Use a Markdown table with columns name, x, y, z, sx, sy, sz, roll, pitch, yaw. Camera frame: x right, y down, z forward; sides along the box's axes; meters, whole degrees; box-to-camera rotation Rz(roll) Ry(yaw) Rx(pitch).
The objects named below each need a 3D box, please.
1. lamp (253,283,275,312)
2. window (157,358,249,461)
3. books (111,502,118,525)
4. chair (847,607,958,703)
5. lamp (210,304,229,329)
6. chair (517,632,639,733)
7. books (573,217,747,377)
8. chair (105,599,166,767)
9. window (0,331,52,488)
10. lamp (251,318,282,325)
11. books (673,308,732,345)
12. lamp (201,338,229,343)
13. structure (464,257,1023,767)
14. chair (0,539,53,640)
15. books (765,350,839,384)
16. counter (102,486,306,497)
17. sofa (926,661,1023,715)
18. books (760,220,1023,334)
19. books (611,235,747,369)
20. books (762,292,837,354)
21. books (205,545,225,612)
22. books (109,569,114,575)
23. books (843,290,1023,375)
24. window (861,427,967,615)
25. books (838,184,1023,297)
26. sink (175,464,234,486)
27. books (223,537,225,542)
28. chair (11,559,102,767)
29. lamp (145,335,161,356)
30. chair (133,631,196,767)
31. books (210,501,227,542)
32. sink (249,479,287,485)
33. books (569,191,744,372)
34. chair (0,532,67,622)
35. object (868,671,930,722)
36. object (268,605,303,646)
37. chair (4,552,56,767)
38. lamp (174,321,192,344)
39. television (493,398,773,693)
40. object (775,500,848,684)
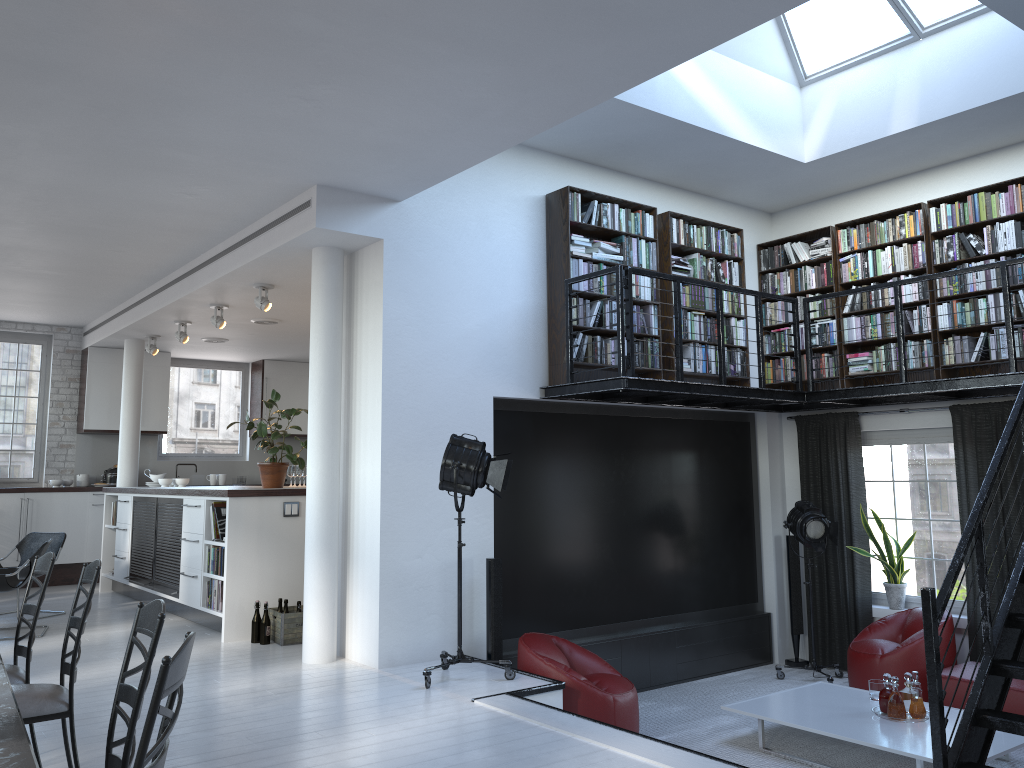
| name | x | y | z | sx | sy | sz | roll | pitch | yaw |
| --- | --- | --- | --- | --- | --- | --- | --- | --- | --- |
| lamp | -2.226 | -0.765 | 7.940 | 0.183 | 0.240 | 0.182 | 4 | -9 | -34 |
| window | -4.468 | 0.379 | 12.829 | 1.296 | 1.466 | 0.132 | 5 | -10 | -37 |
| books | -4.468 | 1.473 | 10.277 | 0.253 | 0.325 | 0.508 | 5 | -9 | -37 |
| chair | 3.185 | 2.206 | 7.268 | 0.830 | 0.715 | 0.827 | -2 | -7 | 14 |
| lamp | -2.930 | -0.664 | 8.856 | 0.183 | 0.240 | 0.182 | 4 | -9 | -34 |
| chair | 0.454 | 2.110 | 6.117 | 0.829 | 0.715 | 0.828 | -5 | -8 | 32 |
| books | 2.552 | -0.986 | 6.238 | 2.201 | 1.416 | 4.363 | 5 | -8 | -38 |
| chair | -1.182 | 1.072 | 2.278 | 0.503 | 0.970 | 0.494 | 4 | -9 | -29 |
| window | -8.854 | 0.415 | 15.163 | 8.122 | 6.103 | 9.116 | 5 | -8 | -37 |
| lamp | -2.702 | -0.686 | 9.738 | 0.328 | 0.025 | 0.327 | 3 | -7 | -32 |
| books | 2.992 | -0.957 | 6.547 | 1.168 | 1.411 | 4.369 | 5 | -8 | -37 |
| lamp | -3.701 | -0.542 | 11.039 | 0.328 | 0.025 | 0.327 | -4 | -7 | 28 |
| structure | 2.278 | 0.720 | 5.787 | 4.608 | 3.371 | 4.474 | 5 | -8 | -37 |
| chair | -4.306 | 1.731 | 7.528 | 0.664 | 0.782 | 0.668 | 2 | -8 | -22 |
| books | 3.562 | -0.920 | 7.035 | 1.283 | 1.436 | 4.420 | 5 | -8 | -36 |
| counter | -2.995 | 1.107 | 9.250 | 1.444 | 0.061 | 4.187 | 4 | -7 | -37 |
| sofa | 3.321 | 2.032 | 5.230 | 3.274 | 0.659 | 2.533 | 4 | -8 | -37 |
| books | 3.956 | -0.879 | 7.310 | 0.241 | 1.403 | 4.427 | 6 | -9 | -37 |
| books | 2.789 | -0.836 | 6.409 | 1.596 | 1.145 | 4.321 | 5 | -8 | -38 |
| books | 3.960 | -0.890 | 7.314 | 0.226 | 1.419 | 4.421 | 6 | -9 | -37 |
| books | -2.272 | 1.490 | 7.526 | 0.491 | 0.802 | 0.538 | 5 | -9 | -37 |
| books | -4.446 | 2.026 | 10.233 | 0.292 | 0.326 | 0.471 | 5 | -9 | -40 |
| books | 4.197 | -0.772 | 7.006 | 0.240 | 1.127 | 3.380 | 6 | -9 | -37 |
| window | 3.611 | 1.213 | 7.995 | 0.133 | 1.613 | 1.163 | 6 | -10 | -37 |
| books | 3.961 | -1.174 | 7.363 | 0.213 | 0.831 | 2.628 | 6 | -9 | -37 |
| sink | -3.815 | 1.234 | 10.828 | 0.647 | 0.522 | 0.544 | 5 | -9 | -37 |
| books | -2.249 | 1.286 | 7.379 | 0.271 | 0.054 | 0.203 | 5 | -8 | -41 |
| chair | -1.943 | 1.210 | 3.541 | 0.503 | 0.970 | 0.494 | 4 | -9 | -32 |
| lamp | -4.338 | -0.461 | 10.688 | 0.183 | 0.240 | 0.182 | 4 | -9 | -34 |
| chair | -0.931 | 1.019 | 1.791 | 0.503 | 0.970 | 0.494 | 1 | -8 | -14 |
| books | -2.445 | 1.172 | 7.577 | 0.186 | 0.330 | 0.322 | 5 | -9 | -37 |
| sink | -3.334 | 1.400 | 13.005 | 0.914 | 0.415 | 0.432 | 4 | -8 | -37 |
| books | 1.266 | -0.816 | 7.872 | 2.203 | 1.430 | 0.314 | 4 | -9 | -37 |
| chair | -4.712 | 1.834 | 8.482 | 0.670 | 0.782 | 0.661 | -3 | -8 | 18 |
| object | 2.658 | 2.017 | 5.764 | 0.512 | 0.296 | 1.005 | 4 | -8 | -34 |
| object | -1.698 | 1.936 | 7.162 | 0.455 | 0.249 | 0.388 | 3 | -8 | -31 |
| chair | -2.345 | 1.255 | 3.937 | 0.502 | 0.970 | 0.494 | 5 | -10 | -37 |
| lamp | -3.634 | -0.562 | 9.772 | 0.183 | 0.240 | 0.182 | 4 | -9 | -34 |
| television | 1.142 | 1.404 | 7.763 | 3.347 | 2.439 | 0.116 | 5 | -10 | -37 |
| object | 3.563 | 1.757 | 7.228 | 2.900 | 1.586 | 0.751 | -5 | -9 | 36 |
